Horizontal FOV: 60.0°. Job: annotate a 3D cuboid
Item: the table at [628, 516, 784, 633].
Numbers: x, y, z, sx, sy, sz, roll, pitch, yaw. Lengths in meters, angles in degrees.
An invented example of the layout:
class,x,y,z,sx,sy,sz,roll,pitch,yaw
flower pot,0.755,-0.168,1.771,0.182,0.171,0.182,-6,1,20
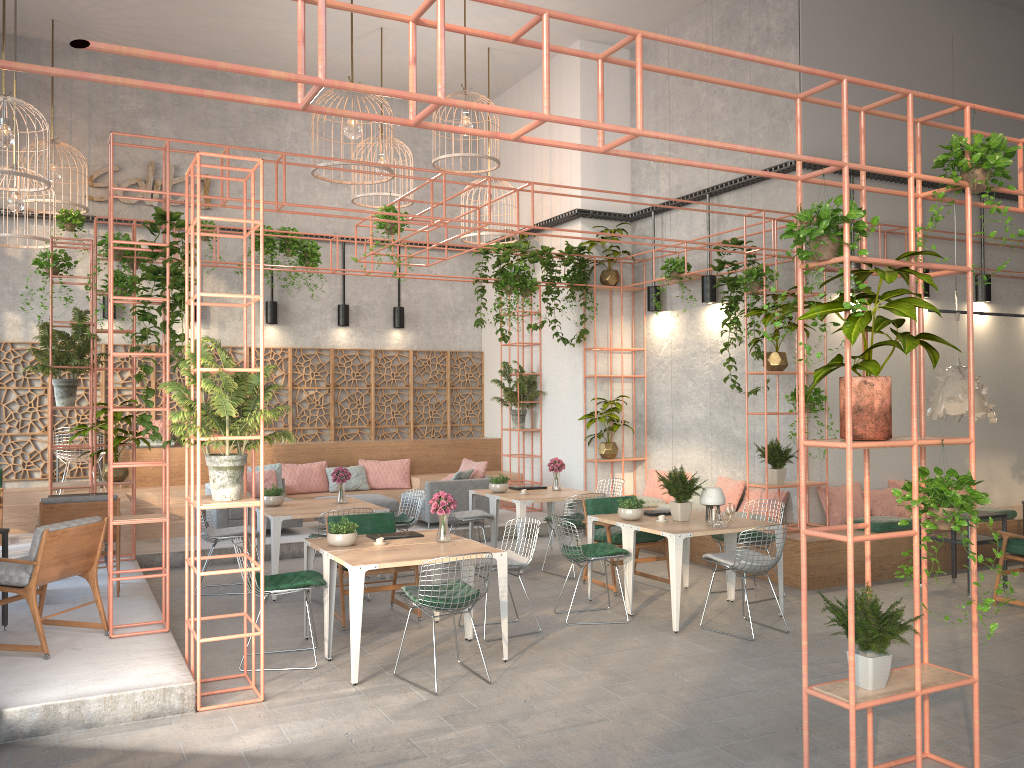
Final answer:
class,x,y,z,sx,sy,sz,roll,pitch,yaw
table,1.749,1.684,8.017,1.214,0.830,0.694,0,-1,-27

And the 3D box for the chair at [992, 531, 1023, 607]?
class,x,y,z,sx,sy,sz,roll,pitch,yaw
chair,5.035,1.635,8.293,0.722,0.929,0.685,0,-1,-27

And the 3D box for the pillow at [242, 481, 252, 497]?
class,x,y,z,sx,sy,sz,roll,pitch,yaw
pillow,-3.648,1.441,11.922,0.307,0.324,0.499,0,-1,8

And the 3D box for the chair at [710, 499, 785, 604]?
class,x,y,z,sx,sy,sz,roll,pitch,yaw
chair,2.362,1.651,8.892,0.717,0.941,0.565,0,-1,-26

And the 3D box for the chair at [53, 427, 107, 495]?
class,x,y,z,sx,sy,sz,roll,pitch,yaw
chair,-5.334,0.988,10.973,0.565,0.941,0.717,0,-1,-18

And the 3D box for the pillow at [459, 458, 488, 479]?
class,x,y,z,sx,sy,sz,roll,pitch,yaw
pillow,-0.627,1.364,13.161,0.273,0.476,0.836,0,-1,-27

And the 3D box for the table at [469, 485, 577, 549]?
class,x,y,z,sx,sy,sz,roll,pitch,yaw
table,0.149,1.748,11.152,1.205,0.830,0.694,0,-1,-27

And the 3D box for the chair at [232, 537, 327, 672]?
class,x,y,z,sx,sy,sz,roll,pitch,yaw
chair,-1.763,1.640,6.765,0.717,0.941,0.565,0,-1,-11

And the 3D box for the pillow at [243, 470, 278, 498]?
class,x,y,z,sx,sy,sz,roll,pitch,yaw
pillow,-3.574,1.397,12.297,0.666,0.385,0.289,0,-1,-27

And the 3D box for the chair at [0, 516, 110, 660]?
class,x,y,z,sx,sy,sz,roll,pitch,yaw
chair,-3.482,1.467,6.555,0.685,0.914,0.722,-1,-1,13

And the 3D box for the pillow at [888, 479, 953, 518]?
class,x,y,z,sx,sy,sz,roll,pitch,yaw
pillow,5.060,1.410,10.898,0.839,0.474,0.276,0,-1,-7

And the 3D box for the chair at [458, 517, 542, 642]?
class,x,y,z,sx,sy,sz,roll,pitch,yaw
chair,-0.112,1.644,7.614,0.717,0.941,0.565,0,-1,-26

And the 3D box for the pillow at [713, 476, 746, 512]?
class,x,y,z,sx,sy,sz,roll,pitch,yaw
pillow,2.712,1.430,11.293,0.276,0.474,0.839,0,-1,-7

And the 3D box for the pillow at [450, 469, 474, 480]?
class,x,y,z,sx,sy,sz,roll,pitch,yaw
pillow,-0.764,1.403,12.718,0.308,0.349,0.495,-1,-1,23

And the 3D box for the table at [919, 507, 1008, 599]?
class,x,y,z,sx,sy,sz,roll,pitch,yaw
table,4.621,1.719,9.125,0.602,0.798,0.635,0,-1,-27

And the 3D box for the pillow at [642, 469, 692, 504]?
class,x,y,z,sx,sy,sz,roll,pitch,yaw
pillow,2.170,1.453,12.454,0.276,0.474,0.839,0,-1,-37

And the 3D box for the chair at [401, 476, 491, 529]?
class,x,y,z,sx,sy,sz,roll,pitch,yaw
chair,-0.940,1.674,12.878,1.052,0.672,1.127,0,-1,-27

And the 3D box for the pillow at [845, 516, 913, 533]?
class,x,y,z,sx,sy,sz,roll,pitch,yaw
pillow,4.187,1.586,10.025,0.637,0.149,0.491,0,-1,-26

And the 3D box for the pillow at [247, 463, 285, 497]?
class,x,y,z,sx,sy,sz,roll,pitch,yaw
pillow,-3.630,1.368,12.438,0.839,0.474,0.276,0,-1,-27

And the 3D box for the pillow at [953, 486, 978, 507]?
class,x,y,z,sx,sy,sz,roll,pitch,yaw
pillow,5.624,1.458,11.209,0.666,0.385,0.289,0,-1,-32

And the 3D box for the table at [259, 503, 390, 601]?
class,x,y,z,sx,sy,sz,roll,pitch,yaw
table,-1.970,1.729,9.295,1.214,0.830,0.694,0,-1,-27

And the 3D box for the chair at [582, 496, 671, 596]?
class,x,y,z,sx,sy,sz,roll,pitch,yaw
chair,1.190,1.670,9.330,0.722,0.917,0.685,0,-1,-27

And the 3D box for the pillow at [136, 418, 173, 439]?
class,x,y,z,sx,sy,sz,roll,pitch,yaw
pillow,-5.385,0.683,13.380,0.499,0.324,0.307,0,-1,-12

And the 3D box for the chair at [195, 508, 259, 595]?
class,x,y,z,sx,sy,sz,roll,pitch,yaw
chair,-3.007,1.691,9.319,0.717,0.941,0.565,0,-1,-11

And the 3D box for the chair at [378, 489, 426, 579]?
class,x,y,z,sx,sy,sz,roll,pitch,yaw
chair,-1.356,1.696,10.168,0.717,0.941,0.565,0,-1,-26

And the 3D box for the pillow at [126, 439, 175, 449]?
class,x,y,z,sx,sy,sz,roll,pitch,yaw
pillow,-5.335,0.883,13.090,0.637,0.149,0.491,0,-1,-26

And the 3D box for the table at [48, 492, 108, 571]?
class,x,y,z,sx,sy,sz,roll,pitch,yaw
table,-4.530,1.576,9.270,0.602,0.798,0.635,0,-1,-27

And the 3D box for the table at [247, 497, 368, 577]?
class,x,y,z,sx,sy,sz,roll,pitch,yaw
table,-2.288,1.742,9.912,1.205,0.830,0.694,0,-1,-27

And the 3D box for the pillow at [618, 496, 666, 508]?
class,x,y,z,sx,sy,sz,roll,pitch,yaw
pillow,1.760,1.640,12.325,0.491,0.149,0.637,0,-1,-26

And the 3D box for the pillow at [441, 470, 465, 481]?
class,x,y,z,sx,sy,sz,roll,pitch,yaw
pillow,-0.919,1.430,13.145,0.479,0.317,0.441,-1,-1,44

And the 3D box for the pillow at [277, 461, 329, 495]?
class,x,y,z,sx,sy,sz,roll,pitch,yaw
pillow,-3.179,1.436,13.580,0.839,0.474,0.276,0,-1,-37

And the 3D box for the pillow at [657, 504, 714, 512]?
class,x,y,z,sx,sy,sz,roll,pitch,yaw
pillow,2.236,1.621,11.390,0.491,0.149,0.637,0,-1,-26

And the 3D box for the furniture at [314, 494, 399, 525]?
class,x,y,z,sx,sy,sz,roll,pitch,yaw
furniture,-2.178,1.786,12.367,0.975,0.446,0.941,0,-1,-27

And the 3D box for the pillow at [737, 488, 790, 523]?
class,x,y,z,sx,sy,sz,roll,pitch,yaw
pillow,3.023,1.466,10.728,0.289,0.385,0.666,0,-1,-32

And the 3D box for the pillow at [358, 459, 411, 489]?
class,x,y,z,sx,sy,sz,roll,pitch,yaw
pillow,-2.037,1.438,14.161,0.839,0.474,0.276,0,-1,-7

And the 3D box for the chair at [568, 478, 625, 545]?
class,x,y,z,sx,sy,sz,roll,pitch,yaw
chair,1.082,1.702,11.408,0.717,0.941,0.565,0,-1,-26

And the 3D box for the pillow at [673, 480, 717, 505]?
class,x,y,z,sx,sy,sz,roll,pitch,yaw
pillow,2.442,1.489,11.871,0.289,0.385,0.666,0,-1,-32

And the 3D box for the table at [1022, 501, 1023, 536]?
class,x,y,z,sx,sy,sz,roll,pitch,yaw
table,6.185,1.723,9.921,0.602,0.798,0.635,0,-1,-27

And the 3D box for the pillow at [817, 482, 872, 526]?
class,x,y,z,sx,sy,sz,roll,pitch,yaw
pillow,3.899,1.408,10.356,0.839,0.474,0.276,0,-1,-37

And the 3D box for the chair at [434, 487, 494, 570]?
class,x,y,z,sx,sy,sz,roll,pitch,yaw
chair,-0.570,1.697,10.559,0.717,0.941,0.565,0,-1,-11

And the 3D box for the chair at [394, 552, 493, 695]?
class,x,y,z,sx,sy,sz,roll,pitch,yaw
chair,-0.480,1.624,6.301,0.565,0.941,0.717,0,-1,-31

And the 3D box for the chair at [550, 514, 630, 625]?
class,x,y,z,sx,sy,sz,roll,pitch,yaw
chair,0.710,1.647,8.043,0.717,0.941,0.565,0,-1,-11

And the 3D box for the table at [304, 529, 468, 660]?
class,x,y,z,sx,sy,sz,roll,pitch,yaw
table,-1.044,1.703,7.358,1.205,0.830,0.694,0,-1,-27

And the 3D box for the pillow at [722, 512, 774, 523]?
class,x,y,z,sx,sy,sz,roll,pitch,yaw
pillow,2.697,1.603,10.484,0.491,0.149,0.637,0,-1,-26

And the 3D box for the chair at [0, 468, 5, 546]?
class,x,y,z,sx,sy,sz,roll,pitch,yaw
chair,-6.829,1.559,11.200,0.722,0.929,0.685,0,-1,-27

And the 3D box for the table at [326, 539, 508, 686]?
class,x,y,z,sx,sy,sz,roll,pitch,yaw
table,-0.724,1.690,6.739,1.214,0.830,0.694,0,-1,-27

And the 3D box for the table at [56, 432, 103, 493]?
class,x,y,z,sx,sy,sz,roll,pitch,yaw
table,-6.055,1.091,12.422,0.602,0.798,0.635,0,-1,-27

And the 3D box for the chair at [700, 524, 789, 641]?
class,x,y,z,sx,sy,sz,roll,pitch,yaw
chair,1.993,1.631,7.579,0.565,0.941,0.717,0,-1,-31

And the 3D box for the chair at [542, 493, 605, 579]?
class,x,y,z,sx,sy,sz,roll,pitch,yaw
chair,0.713,1.681,10.094,0.565,0.941,0.717,0,-1,-31

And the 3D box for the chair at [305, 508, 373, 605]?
class,x,y,z,sx,sy,sz,roll,pitch,yaw
chair,-1.725,1.675,8.854,0.565,0.941,0.717,0,-1,-31

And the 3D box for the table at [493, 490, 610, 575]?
class,x,y,z,sx,sy,sz,roll,pitch,yaw
table,0.469,1.735,10.533,1.214,0.830,0.694,0,-1,-27

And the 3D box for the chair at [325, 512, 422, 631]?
class,x,y,z,sx,sy,sz,roll,pitch,yaw
chair,-1.284,1.663,8.052,0.722,0.917,0.685,0,-1,-27

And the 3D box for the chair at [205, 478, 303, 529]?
class,x,y,z,sx,sy,sz,roll,pitch,yaw
chair,-3.511,1.632,12.027,1.127,0.586,1.056,0,-1,-27

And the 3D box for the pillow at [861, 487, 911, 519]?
class,x,y,z,sx,sy,sz,roll,pitch,yaw
pillow,4.482,1.455,10.627,0.666,0.385,0.289,0,-1,-32

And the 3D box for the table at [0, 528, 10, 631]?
class,x,y,z,sx,sy,sz,roll,pitch,yaw
table,-4.311,1.531,6.739,0.635,0.798,0.602,-1,-1,13

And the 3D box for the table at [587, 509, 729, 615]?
class,x,y,z,sx,sy,sz,roll,pitch,yaw
table,1.429,1.697,8.636,1.205,0.830,0.694,0,-1,-27

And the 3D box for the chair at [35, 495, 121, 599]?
class,x,y,z,sx,sy,sz,roll,pitch,yaw
chair,-4.040,1.493,8.288,0.722,0.929,0.685,0,-1,-27

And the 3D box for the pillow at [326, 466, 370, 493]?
class,x,y,z,sx,sy,sz,roll,pitch,yaw
pillow,-2.570,1.483,13.865,0.666,0.385,0.289,0,-1,-32

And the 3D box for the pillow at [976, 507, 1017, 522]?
class,x,y,z,sx,sy,sz,roll,pitch,yaw
pillow,5.730,1.589,10.809,0.637,0.149,0.491,0,-1,-26
